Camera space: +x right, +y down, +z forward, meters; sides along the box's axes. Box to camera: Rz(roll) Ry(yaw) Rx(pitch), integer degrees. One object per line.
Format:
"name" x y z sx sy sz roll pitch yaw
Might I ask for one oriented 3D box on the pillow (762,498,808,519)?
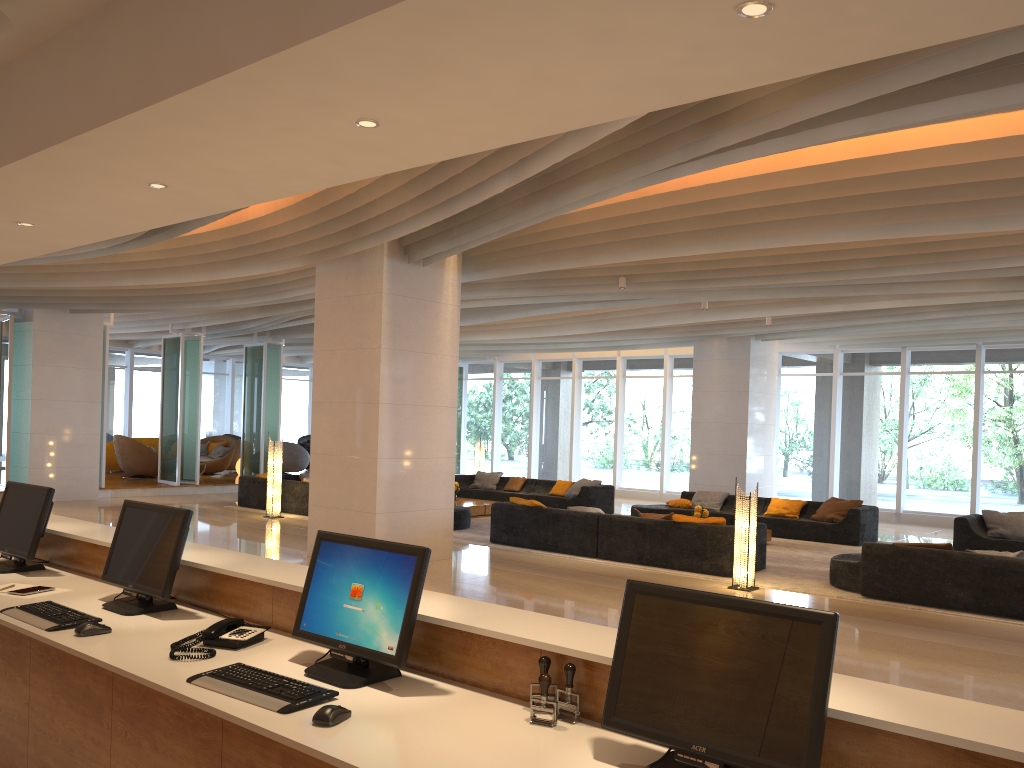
"pillow" 4.522 2.104 14.740 0.626 0.394 0.458 0 -2 40

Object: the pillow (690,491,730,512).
"pillow" 3.452 2.095 15.635 0.653 0.416 0.470 0 -2 40

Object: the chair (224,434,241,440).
"chair" -7.715 1.952 25.520 1.121 1.005 1.539 1 -2 23

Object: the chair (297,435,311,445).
"chair" -6.209 2.157 28.678 1.545 1.005 1.116 3 -2 -37

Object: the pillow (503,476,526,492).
"pillow" 0.063 2.096 18.572 0.400 0.312 0.328 1 -2 38

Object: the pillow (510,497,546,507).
"pillow" 0.332 1.770 12.327 0.556 0.377 0.629 3 -2 -28

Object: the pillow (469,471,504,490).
"pillow" -0.560 2.075 19.116 0.632 0.377 0.553 1 -2 18

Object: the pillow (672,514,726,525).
"pillow" 2.276 1.754 10.695 0.632 0.377 0.553 1 -2 18

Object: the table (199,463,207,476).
"table" -7.998 2.098 21.675 1.066 0.318 0.829 1 -3 22

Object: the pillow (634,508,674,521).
"pillow" 1.840 1.783 11.158 0.590 0.409 0.452 0 -2 42

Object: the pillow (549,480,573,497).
"pillow" 0.987 2.089 17.797 0.400 0.312 0.328 0 -2 42

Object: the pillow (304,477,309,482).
"pillow" -3.209 1.813 15.344 0.640 0.377 0.556 0 -2 36

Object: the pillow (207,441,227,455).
"pillow" -7.686 1.687 22.934 0.599 0.422 0.376 1 -1 18

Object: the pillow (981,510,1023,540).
"pillow" 7.102 2.010 12.684 0.632 0.377 0.553 1 -2 18

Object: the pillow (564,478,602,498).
"pillow" 1.385 2.058 17.484 0.556 0.377 0.629 3 -2 -28

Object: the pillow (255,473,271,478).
"pillow" -4.571 1.826 16.615 0.339 0.316 0.412 2 -2 12

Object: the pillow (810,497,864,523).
"pillow" 5.220 2.026 14.264 0.556 0.377 0.629 3 -2 -28

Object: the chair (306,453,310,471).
"chair" -5.529 2.038 25.814 1.127 1.005 1.531 2 -2 13

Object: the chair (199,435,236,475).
"chair" -7.798 1.811 22.704 1.495 1.005 1.154 1 -2 28

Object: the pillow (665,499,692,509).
"pillow" 2.988 2.147 15.883 0.447 0.192 0.588 2 -3 5

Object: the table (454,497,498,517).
"table" -1.088 2.307 16.553 1.572 0.220 1.630 0 -4 40

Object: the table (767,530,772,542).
"table" 2.794 2.274 13.294 1.572 0.220 1.630 0 -4 40

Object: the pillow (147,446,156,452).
"pillow" -8.464 1.562 20.535 0.613 0.454 0.478 1 -1 22

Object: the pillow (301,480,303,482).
"pillow" -3.506 1.843 15.745 0.410 0.319 0.332 2 -1 8

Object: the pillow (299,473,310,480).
"pillow" -3.934 1.907 17.377 0.316 0.312 0.415 1 -2 42

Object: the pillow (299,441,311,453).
"pillow" -6.465 2.017 28.467 0.465 0.454 0.630 1 -2 27

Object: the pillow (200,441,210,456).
"pillow" -8.086 1.687 22.844 0.620 0.454 0.472 2 -1 2

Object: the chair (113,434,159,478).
"chair" -8.691 1.687 20.770 1.157 1.005 1.491 3 -2 -42

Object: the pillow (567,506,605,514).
"pillow" 1.056 1.828 11.816 0.576 0.377 0.428 0 -2 42

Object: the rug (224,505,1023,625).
"rug" 2.548 2.389 13.500 15.931 0.022 5.615 0 -4 40

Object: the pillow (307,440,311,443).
"pillow" -6.365 2.022 28.864 0.365 0.422 0.617 1 -2 44

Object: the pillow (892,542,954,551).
"pillow" 4.233 1.771 9.028 0.594 0.392 0.404 0 -2 43

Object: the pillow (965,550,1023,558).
"pillow" 4.785 1.767 8.707 0.554 0.345 0.465 0 -2 39

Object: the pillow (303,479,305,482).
"pillow" -3.434 1.811 15.591 0.421 0.335 0.326 2 -1 6

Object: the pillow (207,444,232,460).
"pillow" -7.461 1.724 22.586 0.495 0.408 0.472 0 -2 43
